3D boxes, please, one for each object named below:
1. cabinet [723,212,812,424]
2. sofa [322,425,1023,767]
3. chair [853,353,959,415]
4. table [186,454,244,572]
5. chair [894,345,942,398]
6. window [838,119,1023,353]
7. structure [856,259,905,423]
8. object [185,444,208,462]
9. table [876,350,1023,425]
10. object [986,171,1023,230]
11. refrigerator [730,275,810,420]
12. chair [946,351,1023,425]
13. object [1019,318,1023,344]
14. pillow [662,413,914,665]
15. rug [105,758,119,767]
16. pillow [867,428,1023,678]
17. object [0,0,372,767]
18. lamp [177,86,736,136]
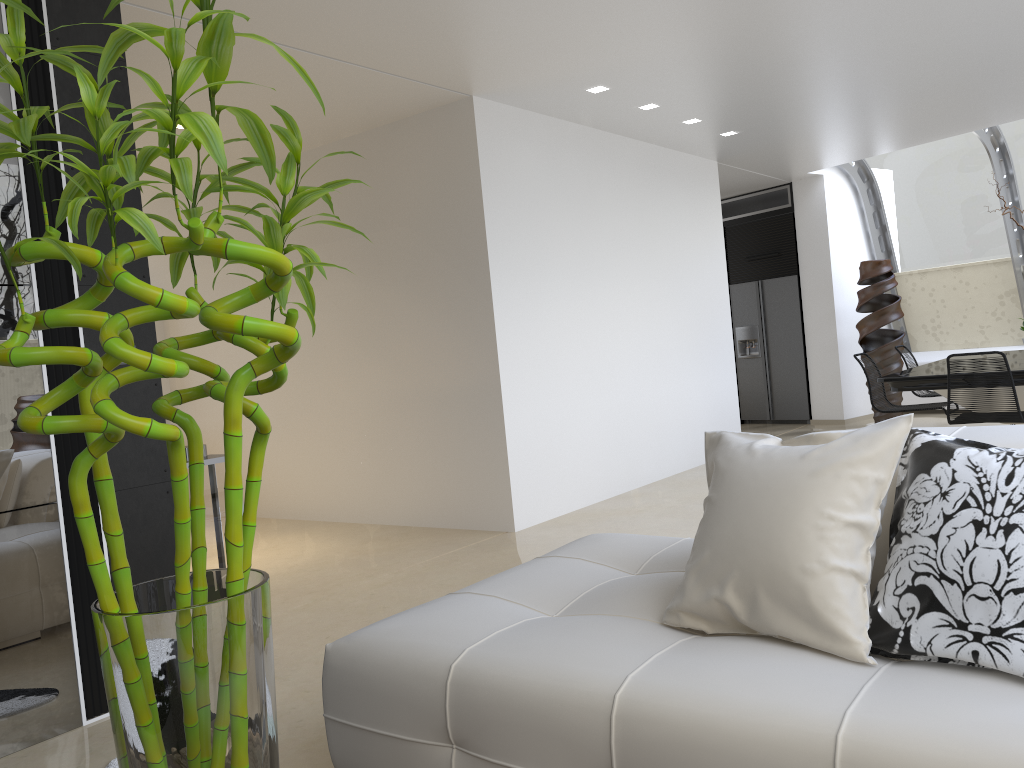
[{"bbox_3d":[3.091,-0.776,11.727,0.831,2.558,2.252,-7,2,-38],"label":"cabinet"},{"bbox_3d":[0.331,0.695,0.864,3.257,0.866,4.169,-4,2,37],"label":"sofa"},{"bbox_3d":[3.155,-0.013,7.128,0.688,0.519,0.446,-4,2,38],"label":"chair"},{"bbox_3d":[-1.326,0.756,3.768,0.202,0.872,0.350,-4,2,38],"label":"table"},{"bbox_3d":[3.926,-0.122,8.139,0.688,0.519,0.446,-4,2,38],"label":"chair"},{"bbox_3d":[-1.031,-0.405,7.515,16.693,3.674,16.171,-4,3,44],"label":"window"},{"bbox_3d":[4.056,-0.439,9.732,0.493,1.843,0.498,-7,3,-41],"label":"structure"},{"bbox_3d":[-1.371,0.295,3.753,0.153,0.059,0.151,-6,2,-12],"label":"object"},{"bbox_3d":[4.535,0.141,6.830,2.494,0.759,3.031,-4,2,38],"label":"table"},{"bbox_3d":[4.309,-1.001,6.934,1.031,1.549,1.135,-4,2,30],"label":"object"},{"bbox_3d":[3.264,-0.429,11.086,0.234,1.742,1.006,-7,2,-39],"label":"refrigerator"},{"bbox_3d":[3.144,0.030,5.868,0.446,0.519,0.688,-4,2,38],"label":"chair"},{"bbox_3d":[4.246,-0.409,7.194,0.284,0.369,0.215,-6,2,-14],"label":"object"},{"bbox_3d":[0.994,0.352,0.752,1.656,0.530,3.322,-5,2,8],"label":"pillow"},{"bbox_3d":[-0.487,1.190,1.260,2.739,0.008,2.740,-5,2,23],"label":"rug"},{"bbox_3d":[1.001,0.347,1.806,0.394,0.471,0.604,-7,2,-37],"label":"pillow"},{"bbox_3d":[-0.391,-0.010,1.051,0.584,1.546,0.673,-6,2,-14],"label":"object"},{"bbox_3d":[-2.523,-1.687,6.081,9.775,0.004,9.928,-4,2,38],"label":"lamp"}]
